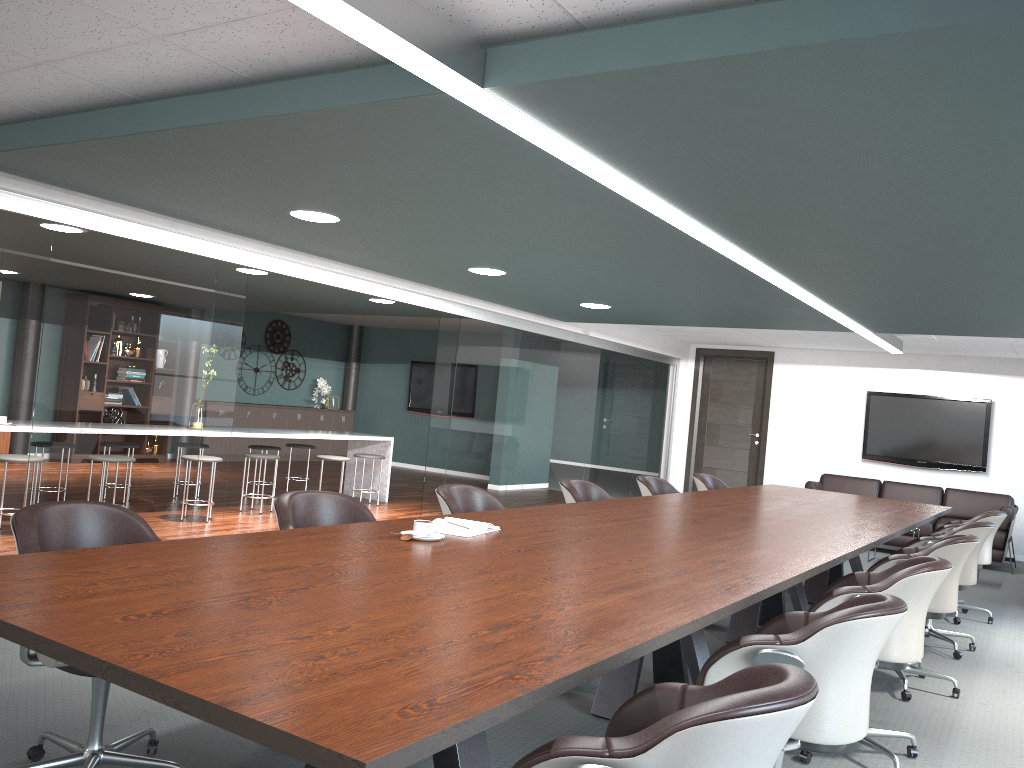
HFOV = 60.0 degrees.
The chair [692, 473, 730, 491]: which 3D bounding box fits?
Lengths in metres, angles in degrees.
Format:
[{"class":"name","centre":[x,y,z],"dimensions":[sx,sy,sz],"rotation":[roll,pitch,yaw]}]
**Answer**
[{"class":"chair","centre":[1.662,1.112,7.026],"dimensions":[0.518,0.761,0.535],"rotation":[4,-2,38]}]

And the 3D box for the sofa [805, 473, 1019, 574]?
[{"class":"sofa","centre":[4.456,1.426,8.362],"dimensions":[1.976,0.728,4.057],"rotation":[6,-1,-15]}]

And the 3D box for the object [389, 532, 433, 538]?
[{"class":"object","centre":[-0.330,0.494,2.876],"dimensions":[0.155,0.012,0.034],"rotation":[5,-1,9]}]

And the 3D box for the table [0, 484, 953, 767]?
[{"class":"table","centre":[0.979,1.015,4.306],"dimensions":[1.374,0.706,6.694],"rotation":[5,-2,32]}]

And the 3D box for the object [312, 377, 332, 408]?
[{"class":"object","centre":[-3.005,0.141,14.080],"dimensions":[0.221,0.495,0.600],"rotation":[5,-1,6]}]

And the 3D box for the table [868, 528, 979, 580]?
[{"class":"table","centre":[3.493,1.515,8.203],"dimensions":[1.477,0.359,0.926],"rotation":[5,-2,32]}]

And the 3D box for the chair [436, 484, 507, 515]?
[{"class":"chair","centre":[-0.134,0.878,4.164],"dimensions":[0.518,0.761,0.535],"rotation":[4,-2,38]}]

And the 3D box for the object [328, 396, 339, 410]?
[{"class":"object","centre":[-2.859,0.299,14.188],"dimensions":[0.174,0.207,0.042],"rotation":[6,-2,-38]}]

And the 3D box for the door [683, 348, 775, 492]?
[{"class":"door","centre":[2.809,0.621,11.485],"dimensions":[1.038,2.130,0.139],"rotation":[5,-2,32]}]

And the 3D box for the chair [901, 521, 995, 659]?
[{"class":"chair","centre":[2.490,1.149,5.175],"dimensions":[0.523,0.761,0.533],"rotation":[5,-1,18]}]

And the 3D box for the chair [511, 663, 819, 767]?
[{"class":"chair","centre":[0.240,0.855,1.577],"dimensions":[0.518,0.761,0.535],"rotation":[4,-2,38]}]

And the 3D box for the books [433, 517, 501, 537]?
[{"class":"books","centre":[-0.177,0.509,3.192],"dimensions":[0.180,0.032,0.285],"rotation":[5,-1,23]}]

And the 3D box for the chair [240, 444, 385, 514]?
[{"class":"chair","centre":[-2.812,0.832,7.798],"dimensions":[1.479,0.512,4.029],"rotation":[5,-2,32]}]

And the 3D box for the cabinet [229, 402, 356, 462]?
[{"class":"cabinet","centre":[-6.017,0.409,9.396],"dimensions":[0.402,0.820,12.287],"rotation":[5,-2,32]}]

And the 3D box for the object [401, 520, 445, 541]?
[{"class":"object","centre":[-0.292,0.480,2.918],"dimensions":[0.146,0.056,0.146],"rotation":[6,-2,-33]}]

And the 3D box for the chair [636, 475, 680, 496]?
[{"class":"chair","centre":[1.079,1.036,6.081],"dimensions":[0.523,0.761,0.533],"rotation":[5,-1,14]}]

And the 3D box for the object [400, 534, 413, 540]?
[{"class":"object","centre":[-0.338,0.491,2.847],"dimensions":[0.044,0.021,0.041],"rotation":[5,-1,25]}]

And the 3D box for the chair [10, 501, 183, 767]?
[{"class":"chair","centre":[-1.174,0.742,2.507],"dimensions":[0.518,0.761,0.535],"rotation":[4,-2,38]}]

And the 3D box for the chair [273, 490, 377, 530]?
[{"class":"chair","centre":[-0.671,0.808,3.308],"dimensions":[0.535,0.761,0.518],"rotation":[6,-2,-37]}]

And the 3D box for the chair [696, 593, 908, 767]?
[{"class":"chair","centre":[0.763,0.924,2.424],"dimensions":[0.523,0.761,0.533],"rotation":[5,-1,14]}]

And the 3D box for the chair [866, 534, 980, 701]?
[{"class":"chair","centre":[1.931,1.076,4.271],"dimensions":[0.518,0.761,0.535],"rotation":[4,-2,38]}]

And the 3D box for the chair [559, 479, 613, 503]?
[{"class":"chair","centre":[0.503,0.961,5.179],"dimensions":[0.518,0.761,0.535],"rotation":[4,-2,38]}]

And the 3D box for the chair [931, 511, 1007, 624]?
[{"class":"chair","centre":[3.085,1.227,6.109],"dimensions":[0.518,0.761,0.535],"rotation":[4,-2,38]}]

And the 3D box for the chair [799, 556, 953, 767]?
[{"class":"chair","centre":[1.314,0.996,3.305],"dimensions":[0.523,0.761,0.533],"rotation":[5,-1,8]}]

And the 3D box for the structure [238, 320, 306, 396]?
[{"class":"structure","centre":[-3.716,-0.408,13.280],"dimensions":[0.017,1.178,1.791],"rotation":[5,-2,32]}]

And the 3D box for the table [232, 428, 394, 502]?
[{"class":"table","centre":[-2.769,0.740,7.743],"dimensions":[0.609,0.699,4.577],"rotation":[5,-2,32]}]
